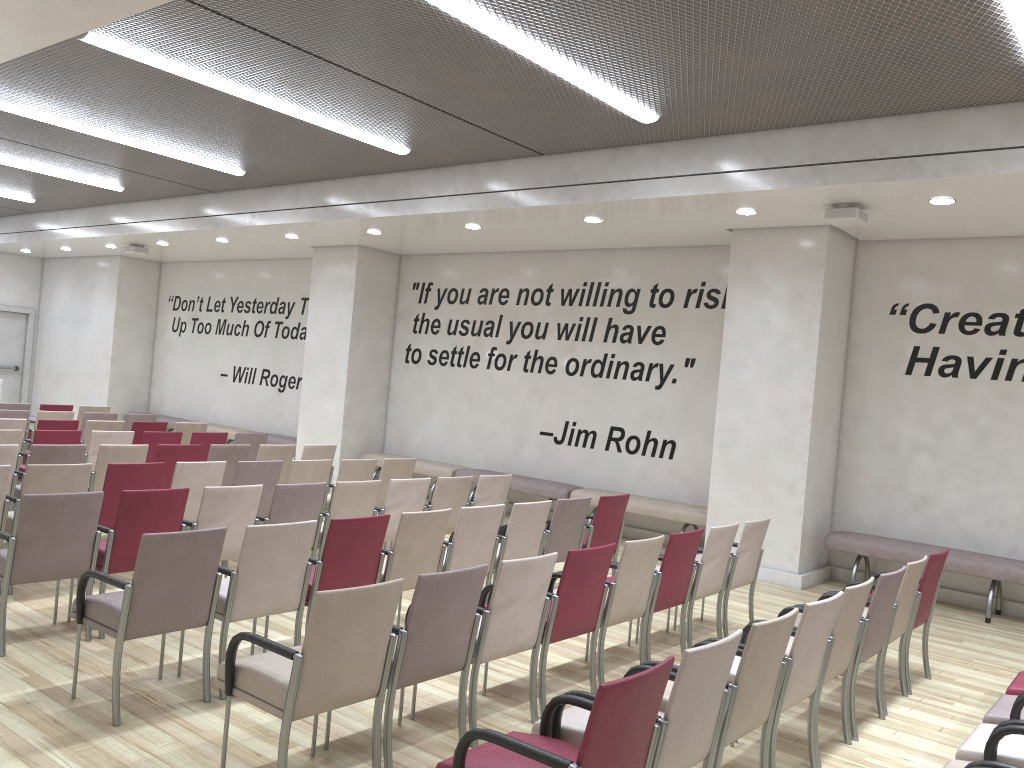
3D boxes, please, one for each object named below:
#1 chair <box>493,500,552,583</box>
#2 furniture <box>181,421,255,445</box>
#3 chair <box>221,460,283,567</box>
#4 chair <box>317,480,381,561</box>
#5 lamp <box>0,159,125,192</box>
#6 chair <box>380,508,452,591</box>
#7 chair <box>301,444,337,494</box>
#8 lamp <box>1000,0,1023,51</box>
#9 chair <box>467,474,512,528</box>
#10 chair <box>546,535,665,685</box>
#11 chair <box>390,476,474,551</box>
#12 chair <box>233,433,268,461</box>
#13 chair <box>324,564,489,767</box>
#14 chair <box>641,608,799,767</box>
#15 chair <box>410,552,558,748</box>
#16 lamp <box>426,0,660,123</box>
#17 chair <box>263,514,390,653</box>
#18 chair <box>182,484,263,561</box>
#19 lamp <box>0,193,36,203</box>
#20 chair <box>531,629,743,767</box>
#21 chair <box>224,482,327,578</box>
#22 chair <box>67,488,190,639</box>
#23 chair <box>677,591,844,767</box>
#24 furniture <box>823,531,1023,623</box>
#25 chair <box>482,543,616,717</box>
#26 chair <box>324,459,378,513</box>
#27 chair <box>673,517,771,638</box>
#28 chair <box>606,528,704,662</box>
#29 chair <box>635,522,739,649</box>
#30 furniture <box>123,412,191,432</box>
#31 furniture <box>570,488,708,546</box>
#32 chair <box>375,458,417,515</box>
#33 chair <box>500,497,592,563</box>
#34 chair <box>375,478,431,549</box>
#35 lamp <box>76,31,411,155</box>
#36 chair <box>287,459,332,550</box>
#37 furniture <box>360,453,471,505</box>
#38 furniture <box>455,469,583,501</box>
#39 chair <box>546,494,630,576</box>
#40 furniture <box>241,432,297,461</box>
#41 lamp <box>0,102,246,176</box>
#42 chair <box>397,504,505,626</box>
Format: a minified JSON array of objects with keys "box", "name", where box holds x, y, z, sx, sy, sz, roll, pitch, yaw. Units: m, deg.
[{"box":[-0.109,1.267,6.543,0.640,0.890,0.513,5,0,38],"name":"chair"},{"box":[-5.189,0.988,15.507,1.833,0.550,0.530,5,0,38],"name":"furniture"},{"box":[-2.371,1.068,7.639,0.640,0.890,0.513,5,0,39],"name":"chair"},{"box":[-1.414,1.152,6.867,0.640,0.890,0.513,5,0,38],"name":"chair"},{"box":[-6.584,-2.850,11.323,0.198,0.045,3.304,5,0,38],"name":"lamp"},{"box":[-0.789,1.207,5.680,0.640,0.890,0.513,5,0,38],"name":"chair"},{"box":[-2.317,1.072,9.695,0.640,0.890,0.513,5,0,37],"name":"chair"},{"box":[2.338,-2.064,4.247,0.198,0.045,3.304,5,0,38],"name":"lamp"},{"box":[-0.400,1.241,8.164,0.640,0.890,0.513,5,0,39],"name":"chair"},{"box":[0.517,1.322,5.354,0.640,0.890,0.513,5,0,38],"name":"chair"},{"box":[-0.738,1.212,7.742,0.640,0.890,0.513,5,0,39],"name":"chair"},{"box":[-3.277,0.988,10.461,0.640,0.890,0.513,5,0,38],"name":"chair"},{"box":[-0.511,1.232,4.063,0.640,0.890,0.513,5,0,39],"name":"chair"},{"box":[0.796,1.347,3.724,0.640,0.890,0.513,5,0,39],"name":"chair"},{"box":[-0.171,1.262,4.500,0.640,0.890,0.513,5,0,39],"name":"chair"},{"box":[0.111,-2.260,6.014,0.198,0.045,3.304,5,0,38],"name":"lamp"},{"box":[-1.122,1.178,5.246,0.640,0.890,0.513,5,0,38],"name":"chair"},{"box":[-2.093,1.093,6.026,0.640,0.890,0.513,5,0,38],"name":"chair"},{"box":[-8.778,-3.043,13.063,0.198,0.045,3.304,5,0,38],"name":"lamp"},{"box":[0.450,1.317,3.291,0.640,0.890,0.513,5,0,38],"name":"chair"},{"box":[-1.745,1.123,6.441,0.640,0.890,0.513,5,0,38],"name":"chair"},{"box":[-2.433,1.063,5.588,0.640,0.890,0.513,5,0,38],"name":"chair"},{"box":[1.145,1.378,4.158,0.640,0.890,0.513,5,0,39],"name":"chair"},{"box":[3.885,1.787,8.310,1.833,0.550,0.530,5,0,38],"name":"furniture"},{"box":[0.174,1.292,4.926,0.640,0.890,0.513,5,0,39],"name":"chair"},{"box":[-1.691,1.128,8.495,0.640,0.890,0.513,5,0,38],"name":"chair"},{"box":[1.533,1.411,6.650,0.640,0.890,0.513,5,0,38],"name":"chair"},{"box":[0.847,1.351,5.784,0.640,0.890,0.513,5,0,38],"name":"chair"},{"box":[1.190,1.381,6.220,0.640,0.890,0.513,5,0,37],"name":"chair"},{"box":[-6.642,0.860,16.659,1.833,0.550,0.530,5,0,38],"name":"furniture"},{"box":[1.518,1.578,10.187,1.833,0.550,0.530,5,0,38],"name":"furniture"},{"box":[-1.363,1.156,8.938,0.640,0.890,0.513,5,0,38],"name":"chair"},{"box":[0.222,1.296,6.982,0.640,0.890,0.513,5,0,39],"name":"chair"},{"box":[-1.071,1.182,7.318,0.640,0.890,0.513,5,0,39],"name":"chair"},{"box":[-2.127,-2.457,7.789,0.198,0.045,3.304,5,0,38],"name":"lamp"},{"box":[-2.039,1.097,8.077,0.640,0.890,0.513,5,0,38],"name":"chair"},{"box":[-1.384,1.323,12.489,1.833,0.550,0.530,5,0,38],"name":"furniture"},{"box":[0.068,1.451,11.337,1.833,0.550,0.530,5,0,38],"name":"furniture"},{"box":[0.581,1.328,7.410,0.640,0.890,0.513,5,0,38],"name":"chair"},{"box":[-3.740,1.116,14.357,1.833,0.550,0.530,5,0,38],"name":"furniture"},{"box":[-4.331,-2.651,9.537,0.198,0.045,3.304,5,0,38],"name":"lamp"},{"box":[-0.451,1.237,6.126,0.640,0.890,0.513,5,0,39],"name":"chair"}]
